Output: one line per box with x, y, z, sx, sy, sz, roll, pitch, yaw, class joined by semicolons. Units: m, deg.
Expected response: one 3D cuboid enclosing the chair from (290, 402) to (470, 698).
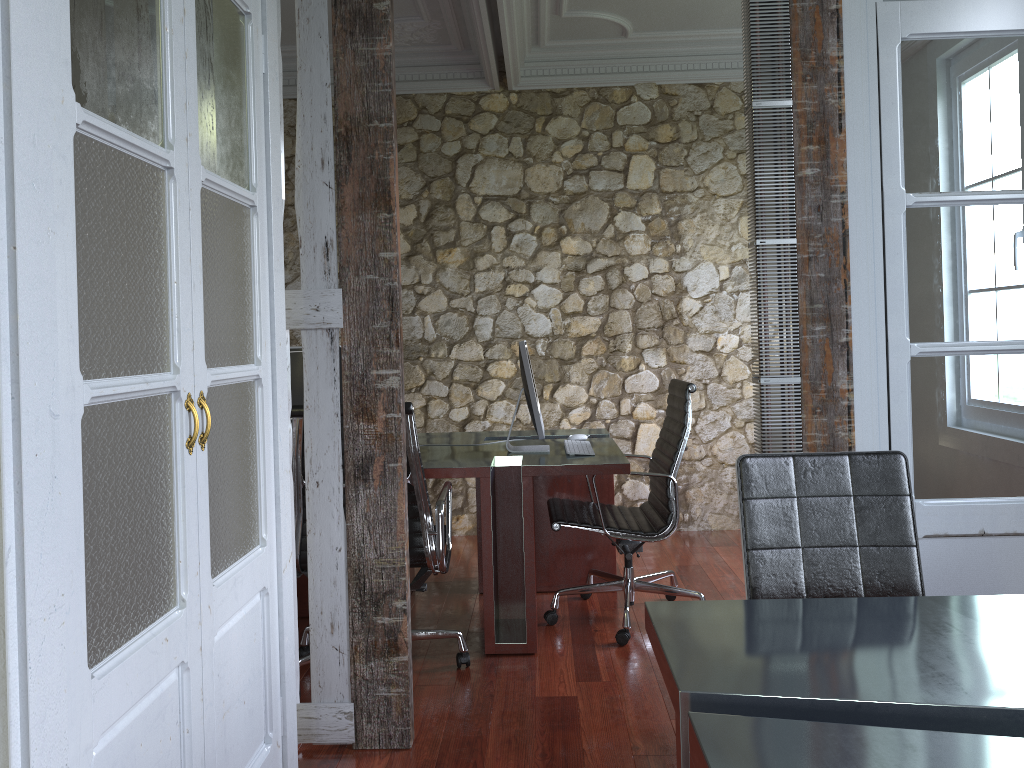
-0.502;0.562;3.292;0.665;1.023;0.699;-2;1;-4;chair

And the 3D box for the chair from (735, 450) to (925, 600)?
0.788;0.647;1.971;0.475;0.919;0.602;-2;1;2;chair

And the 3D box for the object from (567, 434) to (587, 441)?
0.310;0.253;4.215;0.106;0.028;0.059;-3;3;-29;object

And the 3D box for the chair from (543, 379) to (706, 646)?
0.474;0.506;3.826;0.699;1.023;0.666;-2;1;6;chair

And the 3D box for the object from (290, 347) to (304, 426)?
-1.077;0.085;3.850;0.483;0.485;0.189;-2;0;2;object

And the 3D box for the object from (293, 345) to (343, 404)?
-1.084;0.054;4.444;0.483;0.485;0.189;-2;0;2;object

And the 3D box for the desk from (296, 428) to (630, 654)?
-0.763;0.669;4.110;2.506;0.728;1.302;-2;2;2;desk

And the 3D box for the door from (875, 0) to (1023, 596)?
1.621;-0.040;2.546;1.160;2.182;0.041;-2;0;2;door

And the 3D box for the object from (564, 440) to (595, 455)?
0.292;0.278;3.887;0.118;0.017;0.439;-2;3;2;object

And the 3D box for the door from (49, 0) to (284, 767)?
-0.656;0.065;1.785;0.041;2.180;1.058;-2;0;2;door

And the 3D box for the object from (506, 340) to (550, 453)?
0.064;0.049;3.921;0.189;0.485;0.484;-2;1;2;object

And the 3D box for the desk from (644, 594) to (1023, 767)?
0.988;0.819;1.017;1.445;0.654;1.714;-2;3;2;desk
